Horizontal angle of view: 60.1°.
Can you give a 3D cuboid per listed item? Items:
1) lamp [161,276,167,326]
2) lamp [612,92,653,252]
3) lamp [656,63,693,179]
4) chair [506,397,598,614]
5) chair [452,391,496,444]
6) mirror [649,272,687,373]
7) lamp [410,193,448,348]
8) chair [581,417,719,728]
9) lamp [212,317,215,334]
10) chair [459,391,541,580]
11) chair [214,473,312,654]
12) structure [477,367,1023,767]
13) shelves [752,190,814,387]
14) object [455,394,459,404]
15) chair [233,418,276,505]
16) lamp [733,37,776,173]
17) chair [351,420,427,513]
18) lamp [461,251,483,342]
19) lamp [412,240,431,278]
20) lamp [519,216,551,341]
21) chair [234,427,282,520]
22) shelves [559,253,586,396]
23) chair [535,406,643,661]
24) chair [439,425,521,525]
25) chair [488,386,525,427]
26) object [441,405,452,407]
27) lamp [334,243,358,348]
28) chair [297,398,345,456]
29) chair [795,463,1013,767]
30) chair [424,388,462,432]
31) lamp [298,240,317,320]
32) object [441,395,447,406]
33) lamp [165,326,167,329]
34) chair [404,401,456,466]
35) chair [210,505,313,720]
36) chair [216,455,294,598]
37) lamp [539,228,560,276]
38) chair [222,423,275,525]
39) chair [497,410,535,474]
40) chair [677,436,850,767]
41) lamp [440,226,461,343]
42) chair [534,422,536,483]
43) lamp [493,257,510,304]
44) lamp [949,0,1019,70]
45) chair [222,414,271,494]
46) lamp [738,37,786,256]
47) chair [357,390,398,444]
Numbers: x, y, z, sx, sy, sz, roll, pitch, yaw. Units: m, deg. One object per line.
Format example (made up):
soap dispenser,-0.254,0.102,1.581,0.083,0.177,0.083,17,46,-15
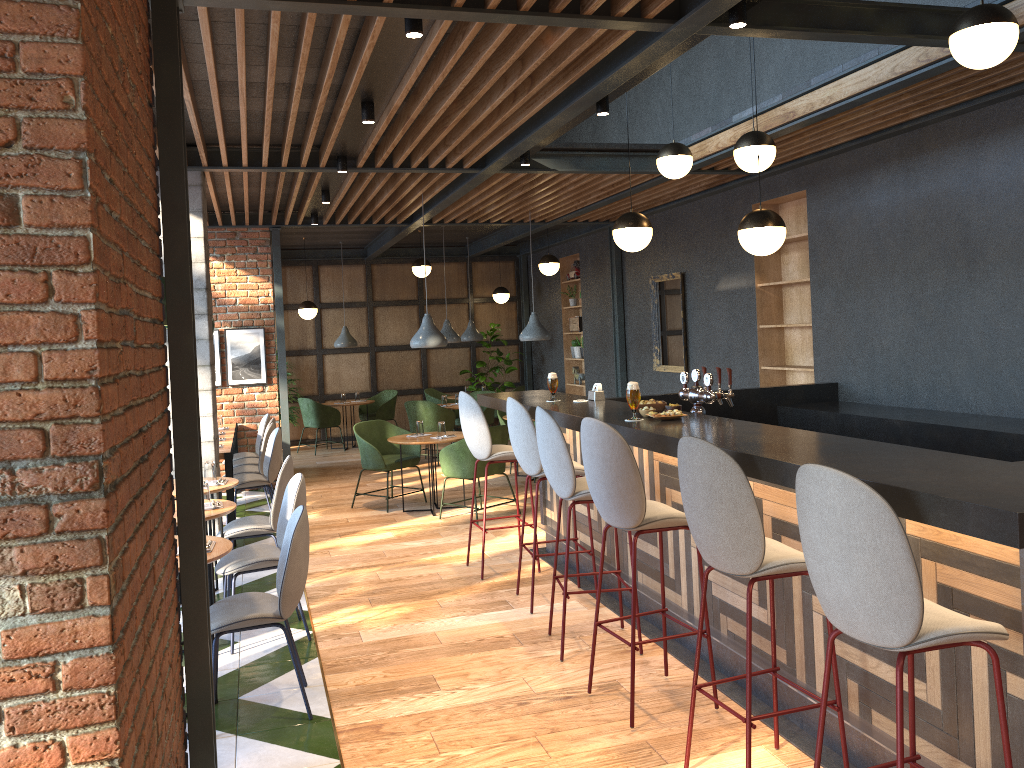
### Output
lamp,-1.948,-1.323,4.762,0.224,2.021,0.224,-3,1,-13
lamp,0.731,-2.785,5.963,0.268,3.792,0.268,-3,1,-14
lamp,1.131,-3.424,6.592,0.268,3.792,0.268,-3,1,-11
chair,0.246,0.683,5.331,0.508,1.242,0.418,-3,1,-11
chair,-0.503,0.523,12.304,0.638,0.818,0.516,-2,2,34
mirror,1.748,-0.678,9.879,0.061,1.085,0.769,-3,1,-16
lamp,-0.883,-2.585,8.269,0.352,4.488,0.353,-2,1,19
chair,0.575,0.745,3.817,0.508,1.242,0.418,-3,1,-20
lamp,-3.272,-1.523,9.267,0.224,2.021,0.224,-3,1,-13
chair,-0.087,0.654,6.096,0.508,1.242,0.418,-3,1,-16
chair,-1.386,0.962,4.916,0.508,0.887,0.418,-3,1,-20
structure,1.850,0.571,4.639,2.918,1.395,4.923,-4,3,-16
shelves,2.540,-0.300,7.859,0.284,2.705,0.836,-3,1,-16
object,-0.733,0.200,11.966,0.080,0.138,0.080,-2,1,21
chair,-2.586,0.792,8.792,0.508,0.887,0.418,-3,1,-10
lamp,1.499,-3.271,5.755,0.268,3.792,0.268,-2,1,38
chair,-1.204,0.772,8.609,0.514,0.818,0.639,-2,2,39
lamp,-0.715,-2.896,13.458,0.352,4.488,0.353,-2,1,19
lamp,-1.342,-3.375,12.315,0.268,3.792,0.268,-3,1,-37
lamp,0.153,-2.726,9.854,0.352,4.488,0.353,-2,1,19
chair,-2.244,0.840,7.697,0.508,0.887,0.418,-3,1,-20
shelves,1.032,-0.528,12.989,0.284,2.705,0.836,-3,1,-16
chair,0.399,0.720,4.561,0.508,1.242,0.418,-3,1,-5
chair,-0.308,0.773,7.863,0.514,0.818,0.639,-1,2,44
chair,-0.069,0.444,13.306,0.514,0.818,0.639,-2,2,20
object,-0.920,0.289,11.721,0.242,0.019,0.158,0,4,38
lamp,-2.599,-2.796,13.277,0.352,4.488,0.353,-2,1,19
chair,-2.814,0.592,12.992,0.516,0.818,0.638,-4,2,-41
chair,1.055,0.816,2.397,0.508,1.242,0.418,-3,1,-17
chair,-1.042,0.470,13.645,0.515,0.818,0.639,-2,2,15
lamp,-2.974,-2.803,12.521,0.268,3.792,0.268,-2,1,27
object,-0.899,0.221,11.731,0.080,0.138,0.080,-2,1,21
lamp,-2.199,-1.361,5.617,0.224,2.021,0.224,-3,1,-13
chair,-1.056,0.600,11.433,0.638,0.818,0.516,-2,2,29
chair,-1.143,1.008,3.931,0.508,0.887,0.418,-3,1,-15
chair,-1.665,0.926,5.762,0.508,0.887,0.418,-3,1,-10
lamp,0.393,-3.281,11.322,0.268,3.792,0.268,-3,1,-44
chair,-2.446,0.818,8.236,0.508,0.887,0.418,-3,1,-10
chair,0.144,0.600,10.464,0.639,0.818,0.515,-3,1,-16
chair,0.862,0.784,3.103,0.508,1.242,0.418,-3,1,-18
lamp,-0.960,-2.788,11.808,0.352,4.488,0.353,-2,1,19
chair,0.548,0.645,9.370,0.639,0.818,0.515,-3,2,-21
lamp,-0.256,-3.173,14.076,0.268,3.792,0.268,-2,1,27
lamp,1.951,-3.257,3.805,0.268,3.792,0.268,-3,1,-11
chair,-2.779,0.771,9.306,0.508,0.887,0.418,-3,1,-20
lamp,1.353,-2.630,5.073,0.268,3.792,0.268,-3,1,-26
chair,-2.056,0.516,13.689,0.516,0.818,0.638,-4,2,-41
